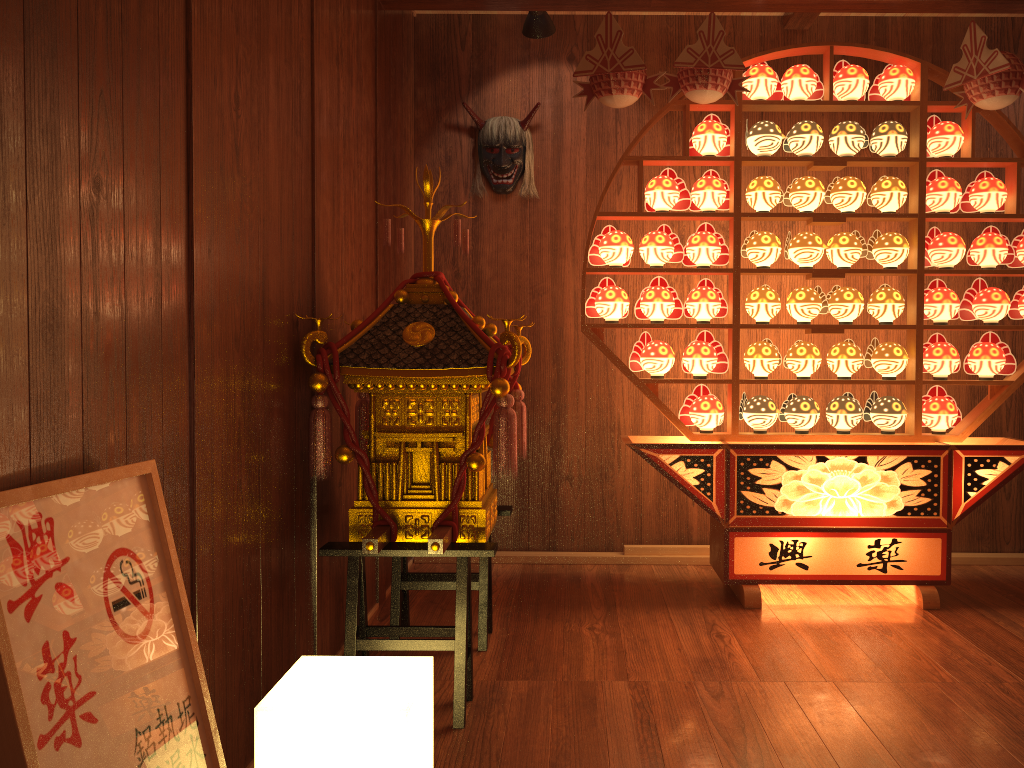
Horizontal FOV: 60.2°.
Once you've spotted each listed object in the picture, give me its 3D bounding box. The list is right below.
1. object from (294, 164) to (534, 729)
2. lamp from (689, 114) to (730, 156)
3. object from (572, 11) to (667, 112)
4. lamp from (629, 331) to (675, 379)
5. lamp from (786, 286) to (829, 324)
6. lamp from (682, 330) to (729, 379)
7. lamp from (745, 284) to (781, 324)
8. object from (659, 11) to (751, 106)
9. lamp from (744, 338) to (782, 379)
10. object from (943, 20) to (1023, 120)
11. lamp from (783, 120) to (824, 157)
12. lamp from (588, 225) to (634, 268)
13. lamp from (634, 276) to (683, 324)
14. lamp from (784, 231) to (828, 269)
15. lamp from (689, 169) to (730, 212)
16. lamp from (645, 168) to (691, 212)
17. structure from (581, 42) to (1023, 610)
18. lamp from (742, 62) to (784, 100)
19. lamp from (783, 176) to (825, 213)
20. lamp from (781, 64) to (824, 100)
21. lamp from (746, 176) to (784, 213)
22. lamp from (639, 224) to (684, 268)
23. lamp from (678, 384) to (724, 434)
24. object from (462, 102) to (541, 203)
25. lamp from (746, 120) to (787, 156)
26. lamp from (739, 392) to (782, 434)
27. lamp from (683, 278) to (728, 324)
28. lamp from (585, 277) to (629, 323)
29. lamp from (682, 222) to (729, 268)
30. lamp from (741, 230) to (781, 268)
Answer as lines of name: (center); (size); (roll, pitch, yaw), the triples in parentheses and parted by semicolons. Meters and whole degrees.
object: (-0.250, 0.113, 2.640); (0.607, 1.514, 0.810); (0, 2, 2)
lamp: (0.788, -1.001, 3.533); (0.196, 0.200, 0.160); (1, 2, 17)
object: (0.391, -1.183, 3.282); (0.355, 0.311, 0.245); (1, 2, 27)
lamp: (0.593, -0.118, 3.567); (0.192, 0.194, 0.152); (-1, 2, -38)
lamp: (1.170, -0.319, 3.563); (0.161, 0.161, 0.136); (-1, 2, -23)
lamp: (0.755, -0.120, 3.560); (0.195, 0.200, 0.161); (1, 2, 27)
lamp: (1.008, -0.323, 3.556); (0.136, 0.167, 0.160); (1, 2, 22)
object: (0.717, -1.191, 3.289); (0.347, 0.306, 0.215); (0, 2, 1)
lamp: (1.003, -0.103, 3.565); (0.135, 0.167, 0.162); (1, 2, 32)
object: (1.792, -1.173, 3.287); (0.246, 0.314, 0.356); (0, 2, -20)
lamp: (1.177, -0.980, 3.533); (0.141, 0.161, 0.155); (0, 2, -8)
lamp: (0.421, -0.556, 3.547); (0.193, 0.187, 0.154); (0, 2, -18)
lamp: (0.584, -0.341, 3.553); (0.198, 0.200, 0.159); (1, 2, 11)
lamp: (1.192, -0.539, 3.554); (0.152, 0.161, 0.143); (1, 2, 32)
lamp: (0.787, -0.778, 3.540); (0.186, 0.195, 0.160); (1, 2, 17)
lamp: (0.599, -0.782, 3.543); (0.195, 0.200, 0.161); (1, 2, 27)
structure: (1.259, -0.251, 3.560); (1.960, 2.195, 0.490); (0, 2, 0)
lamp: (0.988, -1.220, 3.525); (0.198, 0.200, 0.159); (1, 2, 11)
lamp: (1.187, -0.759, 3.542); (0.142, 0.161, 0.153); (0, 2, -18)
lamp: (1.141, -1.209, 3.530); (0.164, 0.179, 0.162); (1, 2, 32)
lamp: (1.004, -0.763, 3.544); (0.135, 0.167, 0.162); (1, 2, 32)
lamp: (0.578, -0.557, 3.550); (0.175, 0.191, 0.162); (1, 2, 32)
lamp: (0.789, 0.100, 3.571); (0.197, 0.197, 0.155); (0, 2, -8)
object: (-0.040, -1.048, 4.053); (0.363, 0.453, 0.138); (0, 2, 0)
lamp: (1.022, -0.984, 3.545); (0.154, 0.167, 0.142); (1, 2, 17)
lamp: (1.013, 0.116, 3.574); (0.152, 0.167, 0.143); (1, 2, 32)
lamp: (0.769, -0.336, 3.554); (0.179, 0.192, 0.160); (1, 2, 17)
lamp: (0.405, -0.340, 3.554); (0.192, 0.195, 0.154); (0, 2, -13)
lamp: (0.768, -0.560, 3.547); (0.196, 0.200, 0.160); (1, 2, 17)
lamp: (1.014, -0.543, 3.545); (0.142, 0.167, 0.153); (0, 2, -18)
